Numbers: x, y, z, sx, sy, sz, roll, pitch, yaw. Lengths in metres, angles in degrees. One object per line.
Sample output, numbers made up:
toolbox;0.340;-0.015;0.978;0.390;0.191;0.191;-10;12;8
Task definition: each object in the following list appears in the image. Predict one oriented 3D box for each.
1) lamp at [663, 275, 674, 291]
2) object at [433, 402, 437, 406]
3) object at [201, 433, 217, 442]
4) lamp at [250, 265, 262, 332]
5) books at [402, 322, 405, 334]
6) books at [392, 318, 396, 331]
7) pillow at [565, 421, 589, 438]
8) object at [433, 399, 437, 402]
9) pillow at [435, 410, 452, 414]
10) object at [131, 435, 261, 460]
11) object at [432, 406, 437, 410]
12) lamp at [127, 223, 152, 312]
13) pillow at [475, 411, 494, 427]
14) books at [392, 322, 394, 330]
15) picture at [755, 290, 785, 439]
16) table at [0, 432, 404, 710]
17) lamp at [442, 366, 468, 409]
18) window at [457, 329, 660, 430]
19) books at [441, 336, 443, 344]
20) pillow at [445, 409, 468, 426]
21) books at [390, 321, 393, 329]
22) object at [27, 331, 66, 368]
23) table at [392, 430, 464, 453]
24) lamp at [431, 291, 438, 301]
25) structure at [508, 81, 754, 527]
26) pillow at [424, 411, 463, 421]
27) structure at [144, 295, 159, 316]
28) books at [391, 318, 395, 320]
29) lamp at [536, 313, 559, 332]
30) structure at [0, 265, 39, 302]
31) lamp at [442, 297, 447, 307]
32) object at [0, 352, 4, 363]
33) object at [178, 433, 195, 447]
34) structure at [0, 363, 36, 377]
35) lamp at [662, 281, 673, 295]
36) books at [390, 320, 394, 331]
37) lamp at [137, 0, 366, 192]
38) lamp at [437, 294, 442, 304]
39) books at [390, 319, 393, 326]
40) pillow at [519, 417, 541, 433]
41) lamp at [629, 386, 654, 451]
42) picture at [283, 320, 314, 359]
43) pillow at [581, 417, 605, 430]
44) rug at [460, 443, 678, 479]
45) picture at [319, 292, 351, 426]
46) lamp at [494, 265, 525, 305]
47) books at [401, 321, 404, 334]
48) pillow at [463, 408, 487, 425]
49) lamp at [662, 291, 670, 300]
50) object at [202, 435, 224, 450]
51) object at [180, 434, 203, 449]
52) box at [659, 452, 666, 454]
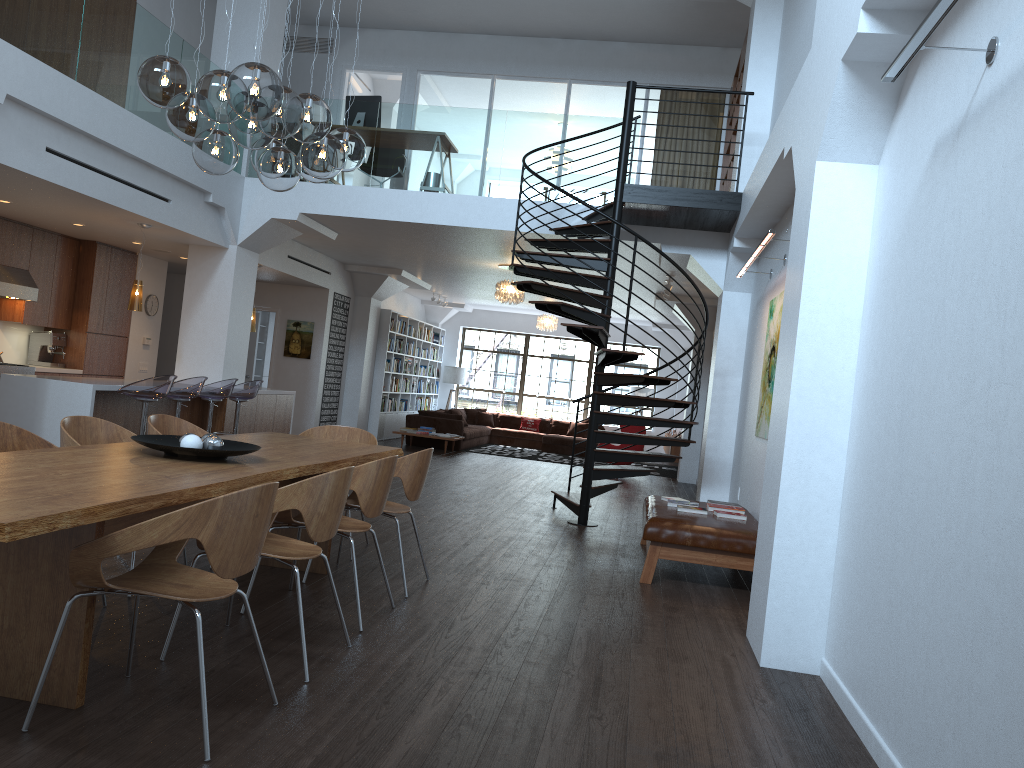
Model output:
lamp;2.129;-1.367;12.021;0.120;0.211;0.111;7;0;-17
object;-1.922;0.454;20.395;0.331;0.088;0.410;6;0;8
object;-1.464;0.288;4.301;0.100;0.100;0.100;7;0;-37
lamp;-3.469;-1.150;11.906;0.149;0.900;0.149;7;0;-37
books;-2.180;-1.087;17.182;0.174;0.243;0.085;6;0;8
books;-2.279;-1.107;16.552;0.170;0.251;0.118;6;0;8
pillow;1.452;0.983;19.241;0.542;0.362;0.248;6;0;29
object;-1.919;0.367;20.397;0.316;0.088;0.410;6;0;8
pillow;-1.241;0.663;16.641;0.269;0.411;0.559;7;0;-36
object;-1.507;0.311;4.239;0.592;0.066;0.592;7;0;-34
object;-1.932;0.542;20.395;0.331;0.088;0.410;6;0;8
lamp;-2.824;-1.542;10.120;2.842;1.807;0.149;7;0;-42
pillow;-0.611;0.771;19.528;0.489;0.337;0.238;7;0;-22
books;-2.285;-1.093;16.478;0.161;0.222;0.084;6;0;8
picture;2.146;-0.148;7.323;0.010;1.200;1.095;6;0;8
table;-1.552;0.716;4.232;1.012;0.750;3.803;6;0;9
lamp;-1.391;0.391;20.634;0.545;1.579;0.545;6;0;-3
window;1.034;-0.125;20.903;4.648;1.905;0.114;6;0;8
books;-1.676;-1.010;20.578;0.140;0.231;0.042;6;0;8
pillow;-1.141;0.703;18.069;0.325;0.391;0.625;6;0;25
books;-2.310;-1.089;16.381;0.167;0.210;0.162;6;0;8
object;-5.748;-0.434;11.090;0.439;0.455;0.284;6;0;8
table;-1.471;1.018;15.605;1.100;0.271;0.853;6;0;8
lamp;-1.576;-1.759;17.829;0.111;0.211;0.120;6;0;43
structure;0.934;-0.796;8.691;1.998;4.352;1.998;7;0;-31
pillow;-1.248;0.703;16.372;0.750;0.364;0.289;6;0;8
structure;-5.081;-1.109;12.508;0.040;0.300;0.300;6;0;8
books;-2.287;-1.107;16.510;0.159;0.248;0.089;6;0;8
lamp;0.723;-1.327;17.916;0.442;0.539;0.441;7;0;-39
structure;-5.869;-0.791;9.965;0.529;1.110;0.811;6;0;8
lamp;-1.426;-1.737;18.843;0.120;0.211;0.111;7;0;-17
object;-5.965;-0.371;10.213;0.222;0.235;0.222;7;0;-17
object;-1.541;0.284;4.238;0.100;0.100;0.100;7;0;-37
structure;-5.916;0.214;9.951;0.662;0.919;0.811;6;0;8
lamp;2.206;-1.356;12.533;0.120;0.211;0.111;7;0;-32
books;-2.292;-1.092;16.444;0.161;0.218;0.101;6;0;8
lamp;-1.191;-2.110;4.559;0.849;2.140;1.787;6;0;7
lamp;-1.502;-1.748;18.330;0.120;0.211;0.111;7;0;-32
books;-2.315;-1.093;16.291;0.182;0.215;0.188;6;0;8
pillow;0.401;0.901;19.519;0.465;0.308;0.220;6;0;5
lamp;2.833;0.863;19.894;0.545;1.579;0.545;6;0;19
picture;-3.453;-0.723;14.366;0.450;0.600;0.030;6;0;8
pillow;1.688;0.928;19.374;0.651;0.587;0.335;6;0;-13
rug;1.270;1.467;17.240;4.200;0.007;3.100;6;0;10
picture;-2.983;-0.320;14.945;0.021;2.380;0.800;6;0;9
lamp;-0.016;-1.433;12.910;0.442;0.539;0.441;7;0;-39
books;-2.189;-1.092;17.095;0.182;0.253;0.098;6;0;8
pillow;-0.782;0.734;19.652;0.580;0.418;0.334;7;0;-18
lamp;2.280;-1.346;13.034;0.111;0.211;0.120;6;0;43
object;-1.420;0.292;4.209;0.100;0.100;0.100;7;0;-37
object;-1.497;0.286;4.144;0.100;0.100;0.100;7;0;-37
box;3.426;1.642;19.951;0.228;0.165;0.368;6;0;8
